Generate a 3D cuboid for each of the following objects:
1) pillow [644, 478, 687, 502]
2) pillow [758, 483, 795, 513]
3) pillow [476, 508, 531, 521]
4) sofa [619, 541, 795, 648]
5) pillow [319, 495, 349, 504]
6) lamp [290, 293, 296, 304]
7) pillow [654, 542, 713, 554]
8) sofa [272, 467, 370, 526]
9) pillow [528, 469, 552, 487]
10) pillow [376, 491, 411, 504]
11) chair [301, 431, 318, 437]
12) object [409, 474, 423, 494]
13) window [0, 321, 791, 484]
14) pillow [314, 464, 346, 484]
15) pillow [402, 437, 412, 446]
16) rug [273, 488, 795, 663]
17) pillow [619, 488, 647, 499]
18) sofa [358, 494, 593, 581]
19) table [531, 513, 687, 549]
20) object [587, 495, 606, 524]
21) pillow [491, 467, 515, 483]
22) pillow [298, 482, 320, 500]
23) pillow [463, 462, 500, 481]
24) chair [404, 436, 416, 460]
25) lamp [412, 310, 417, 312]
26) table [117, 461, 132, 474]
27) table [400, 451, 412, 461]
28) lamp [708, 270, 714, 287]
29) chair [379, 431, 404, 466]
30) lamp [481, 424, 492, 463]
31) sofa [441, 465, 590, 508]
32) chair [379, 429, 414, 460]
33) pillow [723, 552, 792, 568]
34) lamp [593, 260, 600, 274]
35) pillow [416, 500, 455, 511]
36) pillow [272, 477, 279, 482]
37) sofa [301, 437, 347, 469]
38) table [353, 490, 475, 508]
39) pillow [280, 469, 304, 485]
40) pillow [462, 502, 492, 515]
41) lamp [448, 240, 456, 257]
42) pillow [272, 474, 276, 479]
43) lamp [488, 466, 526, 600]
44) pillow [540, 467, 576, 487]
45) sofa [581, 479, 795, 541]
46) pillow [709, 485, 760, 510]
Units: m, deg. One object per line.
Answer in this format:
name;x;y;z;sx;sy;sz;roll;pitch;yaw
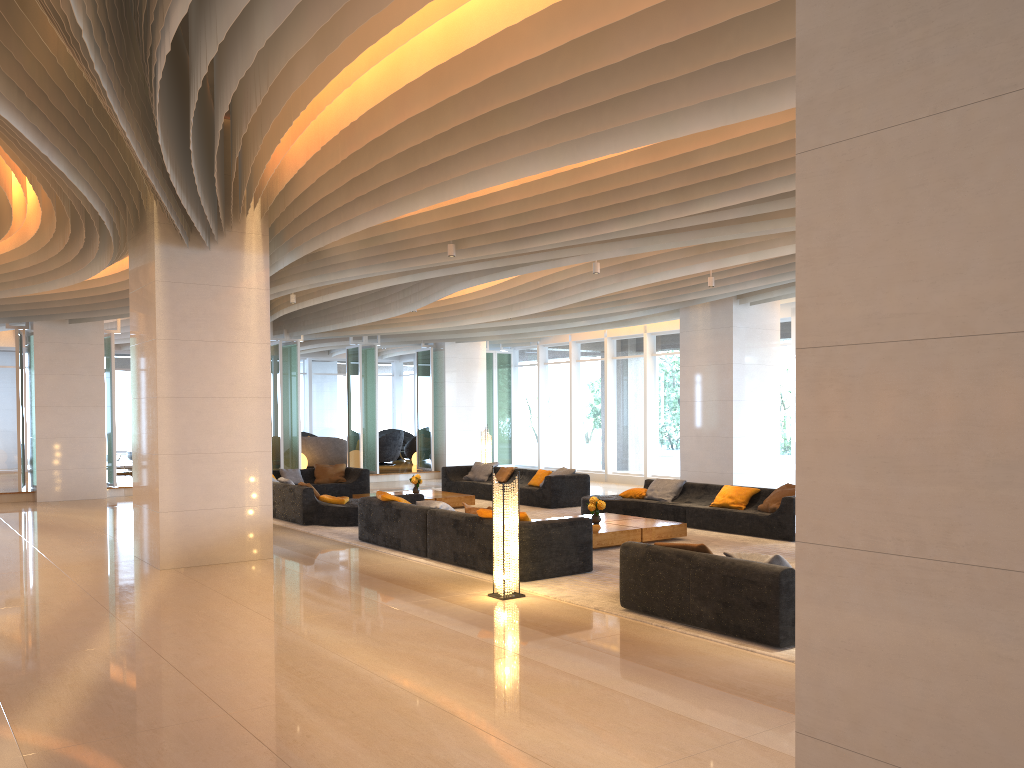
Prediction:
pillow;2.363;1.688;13.857;0.469;0.417;0.654;0;-1;-35
pillow;3.724;1.560;12.082;0.551;0.378;0.633;0;-1;-14
pillow;0.020;1.489;9.313;0.629;0.378;0.555;-1;-1;32
sofa;1.761;1.610;7.419;1.377;0.577;2.216;1;-2;-35
pillow;-2.729;1.771;13.637;0.411;0.136;0.416;0;-2;-2
lamp;-3.586;-2.074;14.479;0.088;1.507;0.089;0;1;9
pillow;1.494;1.444;7.205;0.403;0.392;0.595;0;-1;-33
sofa;-3.079;1.877;15.607;2.871;0.654;5.004;1;-2;-35
pillow;0.520;1.759;16.574;0.327;0.312;0.401;0;-1;-33
pillow;-1.450;1.568;11.386;0.551;0.378;0.633;0;-1;-14
chair;-5.963;1.894;26.257;1.117;1.006;1.543;-1;-1;37
object;-1.738;1.804;16.065;0.237;0.377;0.265;0;0;-4
window;3.302;0.345;16.101;53.866;3.223;22.387;-1;-2;19
pillow;-3.660;1.800;17.862;0.644;0.378;0.543;0;-1;-14
pillow;-3.431;1.884;29.161;0.506;0.409;0.461;0;0;-8
rug;0.986;2.062;11.994;5.603;0.022;15.952;1;-2;-35
pillow;1.979;1.757;14.213;0.444;0.193;0.592;-1;-2;19
sofa;-0.602;1.722;10.435;0.957;0.583;3.715;0;-2;-35
table;1.168;1.939;11.731;1.627;0.220;1.574;1;-2;-36
object;1.095;1.635;11.552;0.238;0.377;0.263;0;0;-14
pillow;-0.178;1.796;17.558;0.327;0.312;0.401;0;-1;-38
pillow;-3.102;1.674;13.744;0.334;0.311;0.417;0;-1;-34
pillow;-0.644;1.794;18.243;0.629;0.378;0.555;-1;-1;32
chair;-2.589;1.910;27.328;1.542;1.006;1.118;0;-1;-33
lamp;-1.752;-2.041;15.805;0.088;1.507;0.089;0;1;9
table;-9.783;2.139;22.625;1.096;0.318;0.806;1;-2;-29
table;-3.094;2.286;28.185;1.096;0.318;0.806;1;-2;-29
lamp;2.894;-2.167;12.889;0.090;1.507;0.087;-2;2;-45
chair;-3.789;1.873;26.008;1.120;1.006;1.539;-1;-1;27
lamp;-0.555;1.602;19.371;0.254;1.452;0.246;-1;2;-36
sofa;-0.019;1.945;17.131;0.957;0.583;3.715;0;-2;-35
chair;-3.741;1.973;28.976;1.537;1.006;1.122;0;-1;-23
pillow;1.946;1.420;6.755;0.464;0.345;0.554;0;-1;-37
lamp;1.098;-2.200;11.591;0.088;1.507;0.090;0;2;27
pillow;-0.877;1.600;10.709;0.427;0.377;0.577;0;-1;-33
pillow;-4.116;1.723;15.204;0.555;0.377;0.640;0;-1;-40
sofa;-5.442;1.878;24.318;2.541;0.902;1.118;-1;-1;14
table;-1.767;2.096;15.870;1.627;0.220;1.574;1;-2;-36
pillow;-4.314;1.815;17.370;0.414;0.312;0.317;0;-1;-34
pillow;-0.286;1.530;9.874;0.451;0.410;0.591;0;-1;-34
lamp;-0.706;-2.234;10.276;0.090;1.507;0.087;-2;2;-45
pillow;-4.271;1.727;15.501;0.418;0.335;0.328;-1;0;20
lamp;-0.054;1.345;8.105;0.254;1.199;0.246;-1;2;-36
pillow;0.826;1.715;16.171;0.551;0.378;0.633;0;-1;-14
sofa;2.641;1.792;13.082;1.374;0.583;4.074;1;-2;-37
pillow;3.172;1.663;12.719;0.457;0.394;0.626;0;-1;-36
